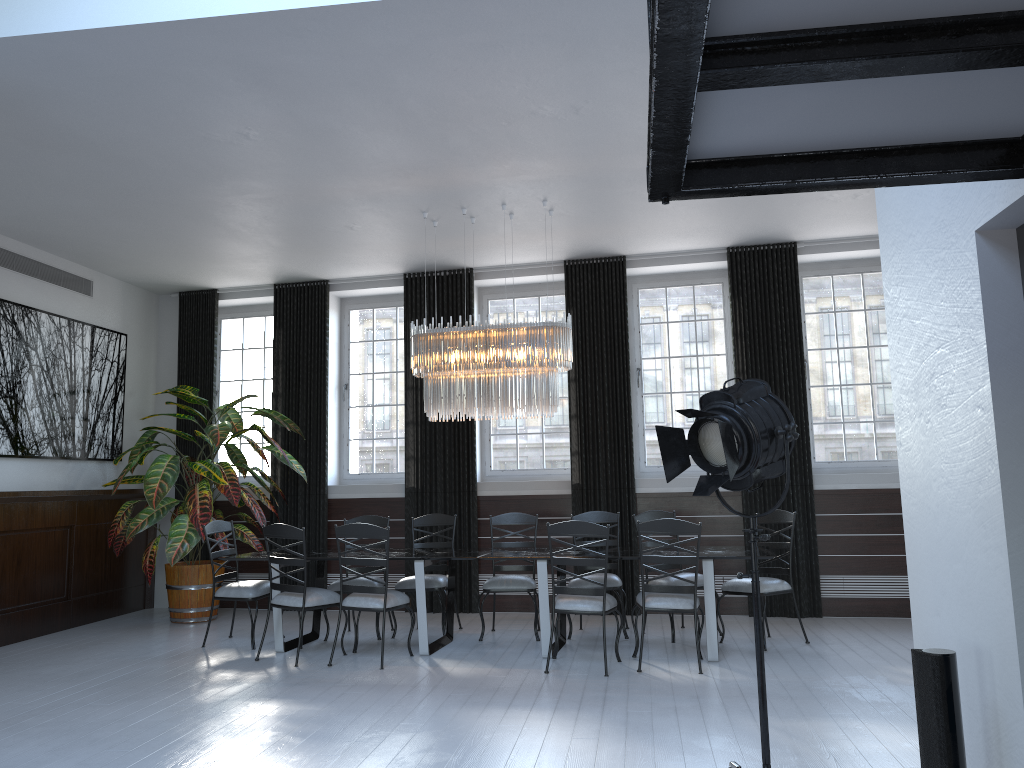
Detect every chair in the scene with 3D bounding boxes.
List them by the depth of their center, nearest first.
[{"bbox_3d":[1.020,1.367,5.839,0.496,0.970,0.500,-2,-8,8],"label":"chair"},{"bbox_3d":[0.453,1.379,5.839,0.496,0.970,0.501,-3,-8,13],"label":"chair"},{"bbox_3d":[-0.987,1.451,6.201,0.496,0.970,0.501,-3,-8,15],"label":"chair"},{"bbox_3d":[-1.512,1.481,6.371,0.495,0.970,0.501,-6,-9,31],"label":"chair"},{"bbox_3d":[1.835,1.426,6.535,0.503,0.970,0.494,3,-9,-29],"label":"chair"},{"bbox_3d":[1.288,1.485,6.957,0.496,0.970,0.501,2,-9,-25],"label":"chair"},{"bbox_3d":[-2.129,1.567,7.021,0.503,0.970,0.494,-3,-8,14],"label":"chair"},{"bbox_3d":[0.685,1.511,7.076,0.496,0.970,0.501,-3,-8,12],"label":"chair"},{"bbox_3d":[-0.002,1.525,7.107,0.490,0.961,0.501,-2,-8,7],"label":"chair"},{"bbox_3d":[-1.234,1.572,7.249,0.496,0.970,0.501,-3,-8,10],"label":"chair"},{"bbox_3d":[-0.688,1.563,7.272,0.496,0.970,0.501,-4,-8,16],"label":"chair"}]

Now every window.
[{"bbox_3d":[3.156,-0.176,8.168,1.033,2.002,0.132,-3,-9,14],"label":"window"},{"bbox_3d":[1.658,-0.103,8.532,1.033,2.002,0.132,-3,-9,14],"label":"window"},{"bbox_3d":[0.166,-0.030,8.892,1.033,2.002,0.132,-3,-9,14],"label":"window"},{"bbox_3d":[-1.326,0.042,9.255,1.033,2.002,0.132,-3,-9,14],"label":"window"},{"bbox_3d":[-2.818,0.115,9.617,1.033,2.002,0.132,-3,-9,14],"label":"window"}]

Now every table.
[{"bbox_3d":[0.844,1.549,6.315,1.995,0.701,0.886,-3,-7,12],"label":"table"},{"bbox_3d":[-1.108,1.639,6.745,1.995,0.701,0.886,-3,-7,12],"label":"table"}]

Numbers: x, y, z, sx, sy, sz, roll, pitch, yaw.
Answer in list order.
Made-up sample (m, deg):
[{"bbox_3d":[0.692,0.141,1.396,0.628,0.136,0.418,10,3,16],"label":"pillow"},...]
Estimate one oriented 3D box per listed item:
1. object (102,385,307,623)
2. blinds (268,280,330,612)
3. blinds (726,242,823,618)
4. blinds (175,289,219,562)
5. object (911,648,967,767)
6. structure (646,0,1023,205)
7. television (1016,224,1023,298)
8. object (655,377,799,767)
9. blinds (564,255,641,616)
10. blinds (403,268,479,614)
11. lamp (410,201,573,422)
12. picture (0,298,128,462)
[{"bbox_3d":[-2.892,1.065,8.294,1.802,2.256,1.736,-8,-10,40],"label":"object"},{"bbox_3d":[-2.156,0.594,8.962,0.623,3.333,0.098,-3,-9,14],"label":"blinds"},{"bbox_3d":[2.322,0.376,7.884,0.623,3.333,0.087,-3,-9,13],"label":"blinds"},{"bbox_3d":[-3.317,0.652,9.260,0.455,3.333,0.102,-3,-9,13],"label":"blinds"},{"bbox_3d":[1.249,1.380,2.473,0.157,1.227,0.156,0,-9,-11],"label":"object"},{"bbox_3d":[-1.039,0.240,1.472,4.487,3.372,4.593,-2,-7,8],"label":"structure"},{"bbox_3d":[1.235,0.580,0.755,0.116,2.440,3.336,-2,-7,8],"label":"television"},{"bbox_3d":[0.817,0.756,3.140,0.543,1.587,0.608,5,-10,-38],"label":"object"},{"bbox_3d":[0.823,0.448,8.235,0.604,3.333,0.110,-3,-9,14],"label":"blinds"},{"bbox_3d":[-0.706,0.523,8.606,0.739,3.333,0.110,-3,-9,14],"label":"blinds"},{"bbox_3d":[-0.171,-0.542,6.845,1.272,1.635,0.438,-3,-9,13],"label":"lamp"},{"bbox_3d":[-4.079,-0.003,7.614,0.037,1.286,2.578,-2,-7,8],"label":"picture"}]
